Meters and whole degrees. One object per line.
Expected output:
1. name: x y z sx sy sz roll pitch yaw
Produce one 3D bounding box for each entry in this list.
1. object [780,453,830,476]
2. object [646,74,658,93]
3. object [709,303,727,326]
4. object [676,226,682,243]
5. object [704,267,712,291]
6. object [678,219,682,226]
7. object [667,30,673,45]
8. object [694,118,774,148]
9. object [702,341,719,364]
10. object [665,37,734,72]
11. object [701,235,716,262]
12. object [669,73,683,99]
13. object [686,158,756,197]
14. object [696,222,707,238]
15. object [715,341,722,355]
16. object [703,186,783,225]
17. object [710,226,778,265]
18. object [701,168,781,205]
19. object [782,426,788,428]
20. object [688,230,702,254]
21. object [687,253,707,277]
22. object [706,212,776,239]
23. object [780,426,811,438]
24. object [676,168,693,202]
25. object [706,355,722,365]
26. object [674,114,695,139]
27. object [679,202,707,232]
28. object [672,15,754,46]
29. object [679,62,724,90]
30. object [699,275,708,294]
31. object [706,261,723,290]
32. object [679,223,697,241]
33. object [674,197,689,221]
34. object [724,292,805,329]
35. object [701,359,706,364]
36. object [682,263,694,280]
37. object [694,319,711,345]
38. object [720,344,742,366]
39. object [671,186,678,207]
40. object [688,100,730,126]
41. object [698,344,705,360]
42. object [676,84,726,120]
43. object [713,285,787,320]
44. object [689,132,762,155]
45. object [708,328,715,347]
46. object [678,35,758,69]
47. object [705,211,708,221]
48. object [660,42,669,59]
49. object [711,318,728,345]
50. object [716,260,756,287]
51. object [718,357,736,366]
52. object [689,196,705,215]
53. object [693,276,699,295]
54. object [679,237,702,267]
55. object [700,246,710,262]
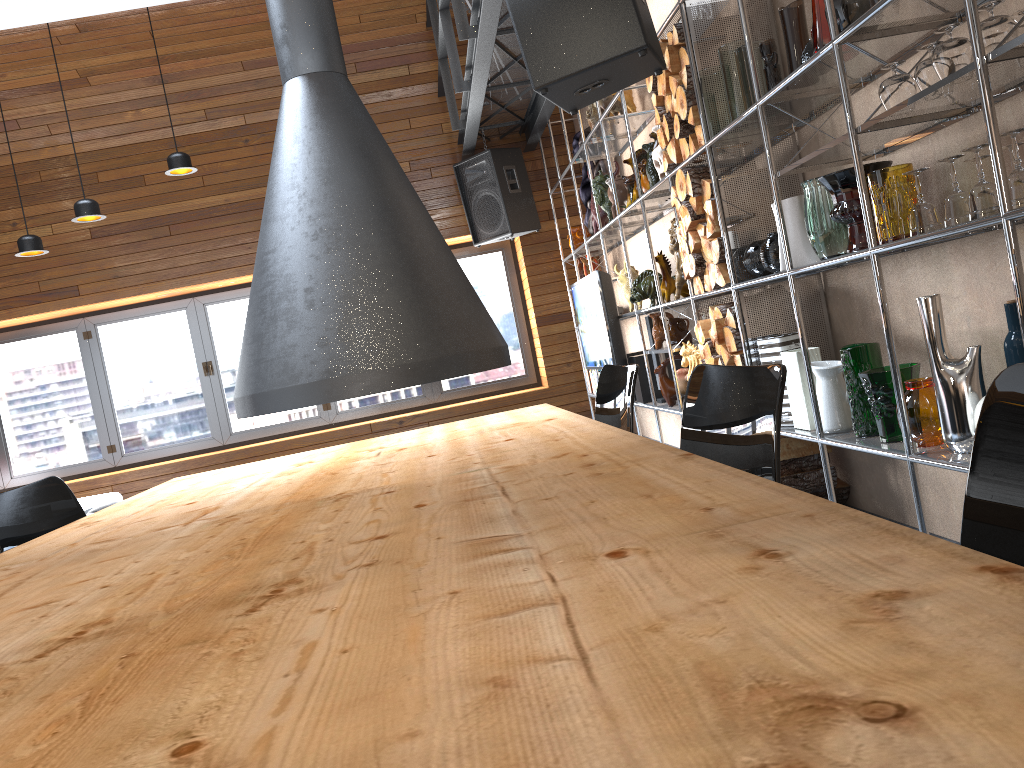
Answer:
1. object: 1.151 0.306 3.669 0.288 0.135 0.109 -11 2 -1
2. object: 0.758 -1.392 3.950 0.312 0.150 0.140 -11 2 -1
3. object: 1.026 -0.316 3.910 0.289 0.121 0.107 -11 2 -4
4. object: 0.912 -0.684 4.027 0.310 0.121 0.111 -11 2 -6
5. object: 0.986 -0.478 3.824 0.299 0.114 0.135 -11 2 -7
6. object: 0.910 -0.784 4.011 0.299 0.114 0.135 -11 2 -7
7. object: 0.815 -1.441 3.652 0.330 0.103 0.102 -11 2 -1
8. object: 0.901 -1.033 3.593 0.287 0.112 0.126 -11 2 -4
9. object: 1.007 -0.160 3.965 0.290 0.153 0.112 -11 2 -8
10. object: 0.816 -1.367 3.682 0.362 0.115 0.098 -11 2 -4
11. object: 0.960 -0.601 3.699 0.329 0.135 0.095 -11 2 -8
12. object: 0.826 -1.265 3.656 0.329 0.107 0.128 -11 2 -5
13. object: 0.877 -0.859 3.721 0.289 0.121 0.107 -11 2 -4
14. object: 0.959 -0.667 3.775 0.330 0.098 0.107 -11 2 -9
15. object: 1.051 -0.196 3.822 0.321 0.128 0.164 -11 2 -5
16. object: 0.940 -0.723 3.598 0.308 0.120 0.097 -11 2 -9
17. object: 0.977 -0.566 3.588 0.321 0.109 0.110 -11 2 -4
18. object: 0.936 -0.811 3.632 0.299 0.119 0.151 -11 2 -2
19. object: 1.081 0.234 3.860 0.321 0.128 0.164 -11 2 -5
20. object: 0.939 -0.652 3.854 0.331 0.110 0.101 -11 2 -3
21. object: 0.931 -0.543 3.897 0.312 0.110 0.103 -11 2 -8
22. object: 0.960 -0.658 3.600 0.331 0.110 0.107 -11 2 -7
23. object: 1.114 0.253 3.757 0.309 0.131 0.099 -11 2 -9
24. object: 0.871 -0.876 3.819 0.312 0.150 0.140 -11 2 -8
25. object: 1.024 -0.104 3.871 0.330 0.098 0.107 -11 2 -9
26. object: 0.836 -1.101 3.706 0.312 0.110 0.103 -11 2 -1
27. object: 0.898 -0.746 3.818 0.321 0.128 0.164 -11 2 -5
28. object: 0.804 -1.421 3.580 0.308 0.107 0.121 -11 2 -1
29. object: 0.841 -1.236 3.570 0.310 0.121 0.111 -11 2 -4
30. object: 0.979 -0.467 3.934 0.303 0.095 0.087 -11 2 -5
31. object: 1.011 -0.483 3.700 0.362 0.131 0.154 -11 2 -4
32. object: 0.913 -0.710 3.939 0.329 0.107 0.128 -11 2 -4
33. object: 0.908 -0.810 3.908 0.362 0.115 0.098 -11 2 -5
34. object: 1.025 -0.304 3.628 0.308 0.107 0.121 -11 2 -9
35. object: 1.023 -0.109 4.047 0.331 0.110 0.107 -11 2 -7
36. object: 0.936 -0.543 4.039 0.303 0.088 0.095 -11 2 -7
37. object: 0.988 -0.256 4.003 0.299 0.119 0.151 -11 2 -2
38. object: 1.052 -0.149 3.704 0.329 0.107 0.128 -11 2 -4
39. object: 0.879 -0.869 4.004 0.308 0.107 0.121 -11 2 -9
40. object: 0.865 -1.095 3.568 0.303 0.088 0.095 -11 2 -3
41. object: 1.019 -0.162 4.065 0.308 0.120 0.097 -11 2 -9
42. object: 0.828 -1.171 3.622 0.286 0.143 0.143 -11 2 -4
43. object: 1.027 -0.327 3.811 0.312 0.150 0.140 -11 2 -8
44. object: 0.890 -1.023 3.682 0.303 0.095 0.087 -11 2 -4
45. object: 1.026 -0.231 3.896 0.303 0.090 0.098 -11 2 -6
46. object: 0.836 -1.336 3.582 0.299 0.114 0.135 -11 2 -3
47. object: 0.955 -0.718 3.678 0.290 0.153 0.112 -11 2 -8
48. object: 0.765 -1.413 3.748 0.289 0.121 0.107 -11 2 -6
49. object: 1.019 -0.246 3.728 0.362 0.115 0.098 -11 2 -5
50. object: 0.996 -0.473 3.599 0.330 0.105 0.107 -11 2 -7
51. object: 1.049 -0.092 3.793 0.331 0.110 0.101 -11 2 -3
52. object: 0.909 -0.782 3.742 0.303 0.090 0.098 -11 2 -6
53. object: 0.975 -0.481 4.022 0.287 0.112 0.126 -11 2 -5
54. object: 0.908 -0.617 3.976 0.286 0.143 0.143 -11 2 -5
55. object: 0.970 -0.591 3.804 0.288 0.118 0.147 -11 2 -9
